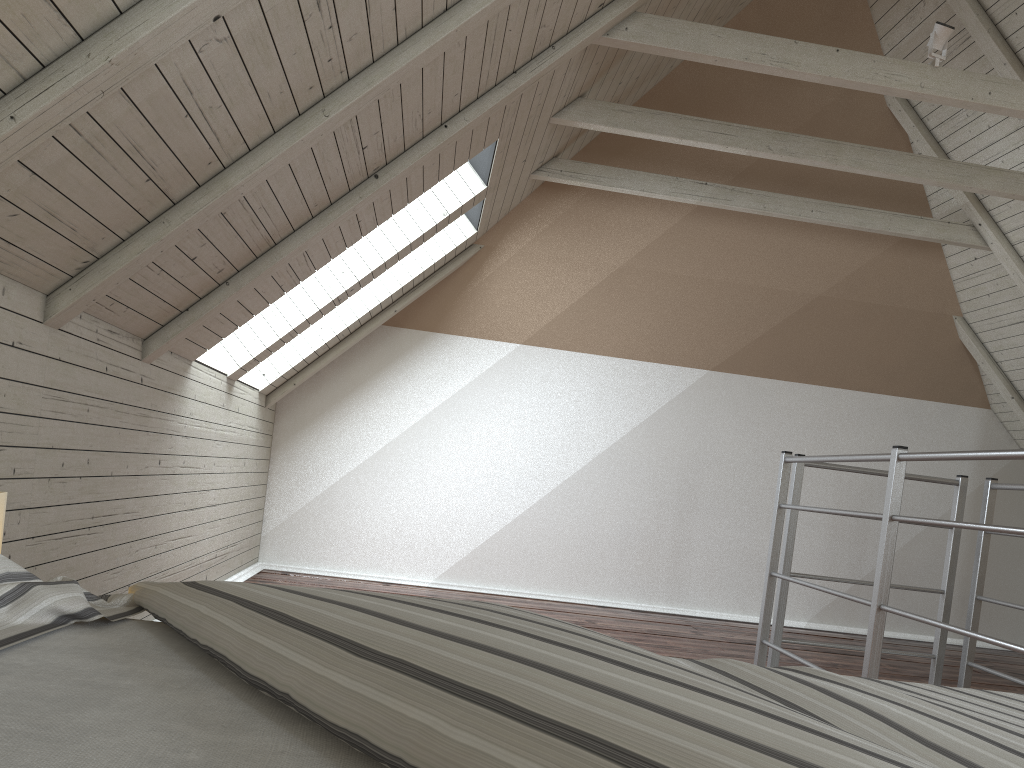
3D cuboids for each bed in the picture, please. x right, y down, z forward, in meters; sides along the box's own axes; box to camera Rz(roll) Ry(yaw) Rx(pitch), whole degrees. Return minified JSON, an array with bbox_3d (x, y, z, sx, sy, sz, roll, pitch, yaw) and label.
[{"bbox_3d":[0.164,0.289,0.163,1.881,0.704,1.877,7,-5,-5],"label":"bed"}]

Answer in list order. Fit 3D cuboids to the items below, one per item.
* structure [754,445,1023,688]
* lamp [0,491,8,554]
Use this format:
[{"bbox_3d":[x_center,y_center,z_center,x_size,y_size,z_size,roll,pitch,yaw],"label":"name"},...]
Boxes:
[{"bbox_3d":[1.414,0.724,2.530,0.838,0.994,1.643,7,-4,-5],"label":"structure"},{"bbox_3d":[-0.596,0.233,0.906,0.090,0.252,0.090,7,0,-15],"label":"lamp"}]
